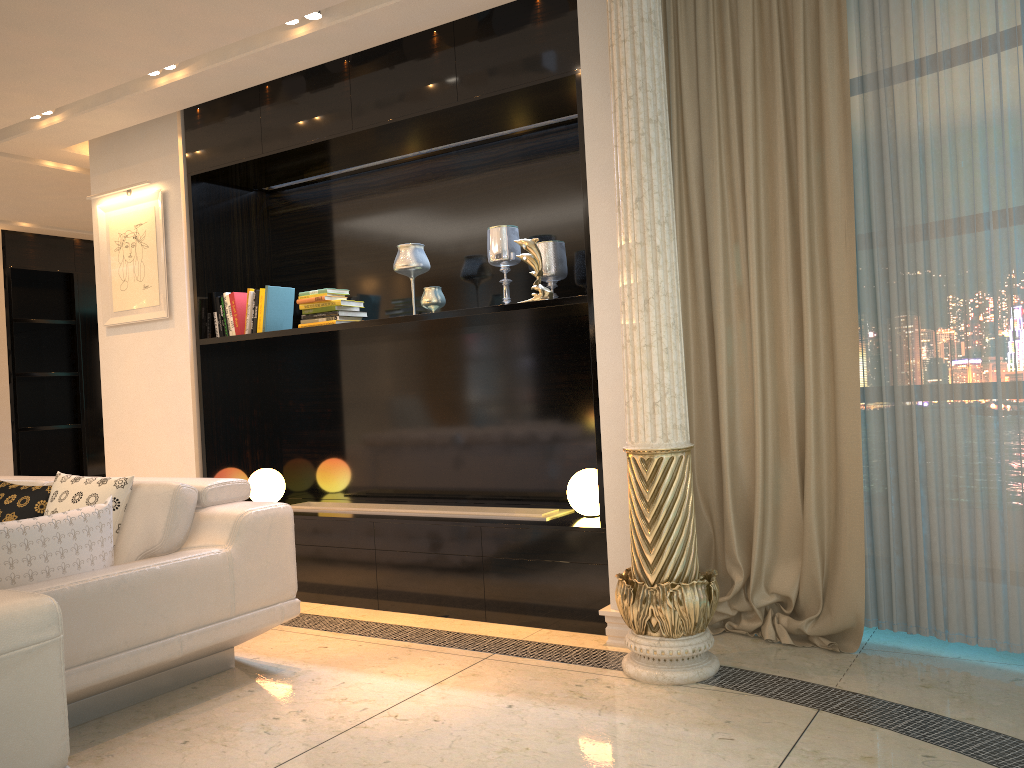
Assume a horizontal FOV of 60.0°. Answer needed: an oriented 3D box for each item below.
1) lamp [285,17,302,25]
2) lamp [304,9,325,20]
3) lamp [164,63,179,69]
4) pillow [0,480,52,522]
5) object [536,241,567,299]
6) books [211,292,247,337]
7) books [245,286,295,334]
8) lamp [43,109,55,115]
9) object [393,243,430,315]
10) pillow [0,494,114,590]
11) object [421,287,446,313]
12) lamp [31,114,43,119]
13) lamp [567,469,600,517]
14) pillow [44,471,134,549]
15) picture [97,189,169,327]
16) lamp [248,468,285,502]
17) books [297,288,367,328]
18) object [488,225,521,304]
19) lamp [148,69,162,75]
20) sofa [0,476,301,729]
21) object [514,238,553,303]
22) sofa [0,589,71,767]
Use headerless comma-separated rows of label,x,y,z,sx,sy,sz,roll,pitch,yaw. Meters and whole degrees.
lamp,-0.959,-1.619,3.821,0.107,0.127,0.107,-3,0,13
lamp,-0.846,-1.613,3.757,0.107,0.127,0.107,-3,0,13
lamp,-1.655,-1.579,4.256,0.107,0.127,0.107,-3,0,13
pillow,-2.140,0.590,3.666,0.524,0.355,0.323,-3,0,33
object,0.186,-0.501,4.156,0.147,0.317,0.147,-3,0,34
books,-1.544,-0.391,5.027,0.240,0.270,0.208,-3,0,32
books,-1.345,-0.399,4.908,0.210,0.261,0.212,-3,0,32
lamp,-2.533,-1.528,4.805,0.107,0.127,0.107,-3,0,43
object,-0.501,-0.508,4.472,0.181,0.381,0.181,-3,0,26
pillow,-1.619,0.572,3.091,0.281,0.325,0.521,-3,0,42
object,-0.390,-0.400,4.393,0.119,0.154,0.119,-3,0,42
lamp,-2.630,-1.522,4.866,0.107,0.127,0.107,-3,0,43
lamp,0.353,0.487,3.986,0.213,0.214,0.212,-3,0,-8
pillow,-1.731,0.552,3.461,0.526,0.399,0.255,-3,0,32
picture,-2.205,-0.721,5.161,0.610,0.729,0.027,-3,0,32
lamp,-1.410,0.589,5.089,0.212,0.214,0.213,-3,0,-19
books,-0.955,-0.392,4.693,0.296,0.197,0.260,-3,0,35
object,-0.033,-0.544,4.298,0.156,0.426,0.156,-3,0,37
lamp,-1.758,-1.573,4.320,0.107,0.127,0.107,-3,0,43
sofa,-2.102,0.794,3.593,2.328,0.754,1.145,-3,0,32
object,0.091,-0.499,3.924,0.182,0.293,0.116,-3,0,29
sofa,-2.038,0.778,1.245,1.145,0.754,2.328,-3,0,32
